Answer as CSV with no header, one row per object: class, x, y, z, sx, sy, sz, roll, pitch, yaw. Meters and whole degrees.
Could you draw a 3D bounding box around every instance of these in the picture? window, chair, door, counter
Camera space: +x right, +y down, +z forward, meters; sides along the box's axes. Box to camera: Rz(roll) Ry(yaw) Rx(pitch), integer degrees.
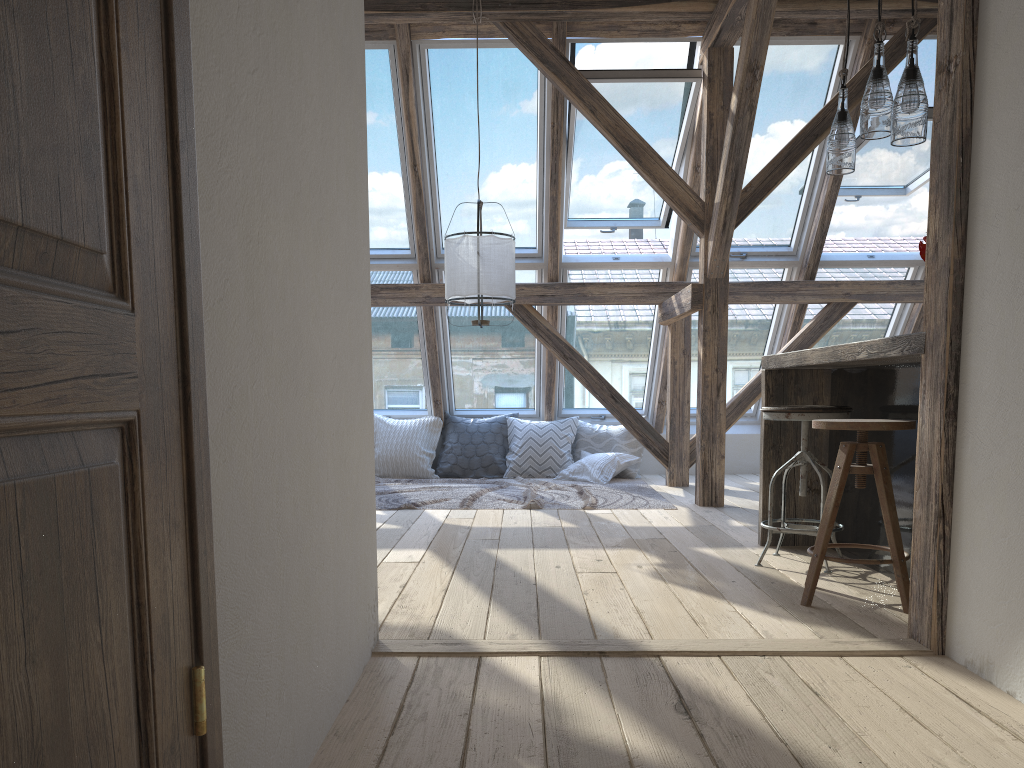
window,-1.092,-1.497,5.885,0.855,1.290,1.086,0,4,1
window,-0.154,-0.296,7.000,0.855,1.290,1.086,0,4,1
chair,1.149,0.418,2.908,0.340,0.602,0.337,1,5,21
window,0.766,-0.301,6.990,0.855,1.290,1.086,0,4,1
door,-0.393,-0.332,0.641,0.082,2.094,0.831,0,6,1
chair,1.166,0.405,3.518,0.352,0.643,0.351,3,6,34
window,-0.172,-1.503,5.874,0.855,1.290,1.086,0,4,1
window,2.589,-1.518,5.903,0.855,1.288,1.508,0,2,1
window,-1.074,-0.291,7.011,0.855,1.290,1.086,0,4,1
window,1.668,-1.513,5.852,0.855,1.290,1.086,0,4,1
window,2.606,-0.312,6.968,0.855,1.290,1.086,0,4,1
window,0.749,-1.507,5.912,0.855,1.289,1.394,0,3,1
counter,2.239,0.302,4.261,2.241,0.860,3.786,0,0,1
window,1.686,-0.306,6.979,0.855,1.290,1.086,0,4,1

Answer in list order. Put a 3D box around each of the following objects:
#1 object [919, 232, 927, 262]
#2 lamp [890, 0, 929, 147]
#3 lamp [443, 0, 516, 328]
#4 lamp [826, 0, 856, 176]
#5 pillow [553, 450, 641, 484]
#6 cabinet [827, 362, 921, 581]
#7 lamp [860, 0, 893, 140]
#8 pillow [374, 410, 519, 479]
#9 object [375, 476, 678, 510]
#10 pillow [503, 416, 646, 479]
object,1.291,-0.349,2.432,0.311,0.419,0.249,2,5,33
lamp,1.195,-1.440,2.717,0.226,1.357,0.108,0,6,3
lamp,-0.185,-1.284,4.996,0.405,1.917,0.397,5,8,42
lamp,1.201,-1.461,3.313,0.225,1.303,0.107,0,6,3
pillow,0.651,0.661,6.899,0.535,0.244,0.473,0,1,42
cabinet,2.302,-0.534,3.963,2.093,2.530,4.184,0,1,1
lamp,1.205,-1.489,3.021,0.239,1.252,0.107,1,7,12
pillow,-0.582,0.503,7.256,1.272,0.570,0.463,0,4,2
object,-0.576,0.733,6.322,3.186,0.057,2.173,0,-1,1
pillow,0.518,0.525,7.203,1.154,0.540,0.496,0,3,6
